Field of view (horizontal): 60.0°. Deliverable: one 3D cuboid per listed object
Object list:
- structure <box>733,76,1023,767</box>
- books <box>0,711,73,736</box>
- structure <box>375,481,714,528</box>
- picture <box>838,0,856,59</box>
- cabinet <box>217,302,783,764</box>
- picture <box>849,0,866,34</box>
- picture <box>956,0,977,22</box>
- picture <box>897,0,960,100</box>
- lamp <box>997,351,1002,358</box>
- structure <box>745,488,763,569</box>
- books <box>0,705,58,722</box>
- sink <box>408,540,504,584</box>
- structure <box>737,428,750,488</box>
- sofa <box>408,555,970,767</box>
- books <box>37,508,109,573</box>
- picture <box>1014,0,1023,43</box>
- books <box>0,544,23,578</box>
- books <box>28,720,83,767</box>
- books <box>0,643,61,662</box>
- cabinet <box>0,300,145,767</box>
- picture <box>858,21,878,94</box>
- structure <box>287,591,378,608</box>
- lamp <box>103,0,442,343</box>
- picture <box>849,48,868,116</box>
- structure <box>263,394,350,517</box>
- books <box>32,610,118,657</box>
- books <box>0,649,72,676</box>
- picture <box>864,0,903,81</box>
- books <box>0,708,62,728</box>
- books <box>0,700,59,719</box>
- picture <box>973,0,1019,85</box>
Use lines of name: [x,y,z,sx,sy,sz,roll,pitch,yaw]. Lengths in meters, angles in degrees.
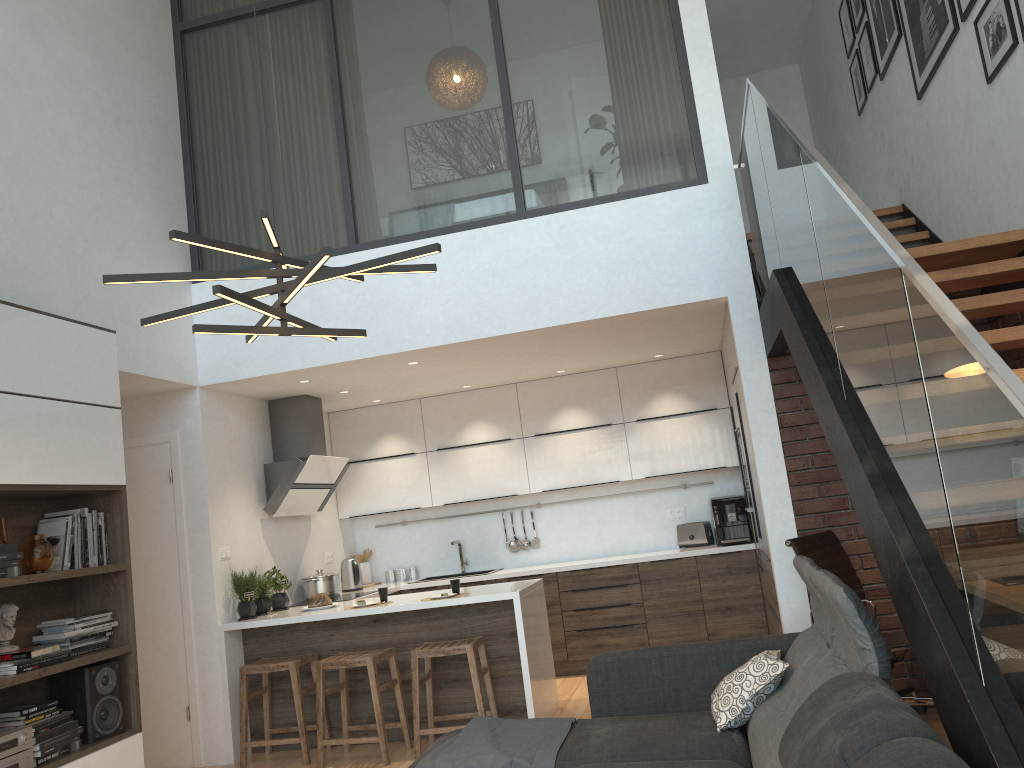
structure: [1.874,0.089,3.604,1.289,3.460,5.660,-9,-8,11]
books: [-2.088,1.482,3.847,0.224,0.042,0.277,-8,-8,7]
structure: [0.229,1.054,7.694,3.000,0.045,0.050,-9,-8,11]
picture: [2.650,-2.836,7.009,0.025,0.410,0.333,-9,-8,11]
cabinet: [0.024,1.062,6.532,3.495,2.401,2.401,-9,-8,11]
picture: [2.564,-2.881,6.609,0.025,0.410,0.333,-9,-8,11]
picture: [2.172,-2.234,4.117,0.025,0.654,0.990,-9,-8,11]
picture: [2.363,-2.290,5.131,0.025,0.990,0.871,-9,-8,11]
lamp: [2.430,0.630,4.344,0.462,2.003,1.054,-7,-8,-5]
structure: [1.965,1.013,6.407,0.495,0.570,0.595,-9,-8,11]
books: [-2.105,1.432,3.853,0.142,0.015,0.198,-9,-8,9]
sink: [-0.470,1.592,7.498,0.706,0.518,0.512,-9,-8,11]
structure: [1.918,0.519,6.475,0.459,0.430,0.595,-9,-8,11]
sofa: [0.056,1.176,2.432,2.108,0.995,3.169,-9,-8,11]
books: [-2.138,0.750,4.262,0.201,0.287,0.332,-9,-8,11]
picture: [2.188,-1.656,3.720,0.022,0.440,0.358,-9,-8,11]
books: [-2.246,0.749,3.648,0.277,0.137,0.343,-8,-8,6]
books: [-2.057,1.561,3.837,0.248,0.123,0.307,-8,-8,6]
books: [-2.134,1.167,3.827,0.266,0.030,0.209,-8,-8,4]
cabinet: [-2.452,0.741,2.463,0.338,2.494,4.036,-9,-8,11]
picture: [2.626,-2.405,6.539,0.025,0.410,0.333,-9,-8,11]
structure: [-1.363,1.616,6.663,0.550,0.006,0.609,-9,-8,11]
lamp: [-0.989,-1.951,3.215,1.200,3.645,0.831,-11,-9,21]
picture: [2.713,-2.356,6.939,0.025,0.410,0.333,-9,-8,11]
structure: [-1.594,0.499,6.850,0.407,0.998,0.898,-9,-8,11]
books: [-2.067,1.183,4.170,0.224,0.176,0.374,-9,-8,10]
books: [-2.104,1.200,3.808,0.250,0.047,0.310,-10,-9,16]
picture: [2.478,-2.664,6.017,0.025,0.990,0.654,-9,-8,11]
books: [-2.099,1.451,3.851,0.161,0.023,0.213,-10,-9,14]
books: [-2.121,1.416,3.861,0.161,0.023,0.213,-10,-9,14]
picture: [2.278,-1.657,4.176,0.025,0.333,0.410,-9,-8,11]
